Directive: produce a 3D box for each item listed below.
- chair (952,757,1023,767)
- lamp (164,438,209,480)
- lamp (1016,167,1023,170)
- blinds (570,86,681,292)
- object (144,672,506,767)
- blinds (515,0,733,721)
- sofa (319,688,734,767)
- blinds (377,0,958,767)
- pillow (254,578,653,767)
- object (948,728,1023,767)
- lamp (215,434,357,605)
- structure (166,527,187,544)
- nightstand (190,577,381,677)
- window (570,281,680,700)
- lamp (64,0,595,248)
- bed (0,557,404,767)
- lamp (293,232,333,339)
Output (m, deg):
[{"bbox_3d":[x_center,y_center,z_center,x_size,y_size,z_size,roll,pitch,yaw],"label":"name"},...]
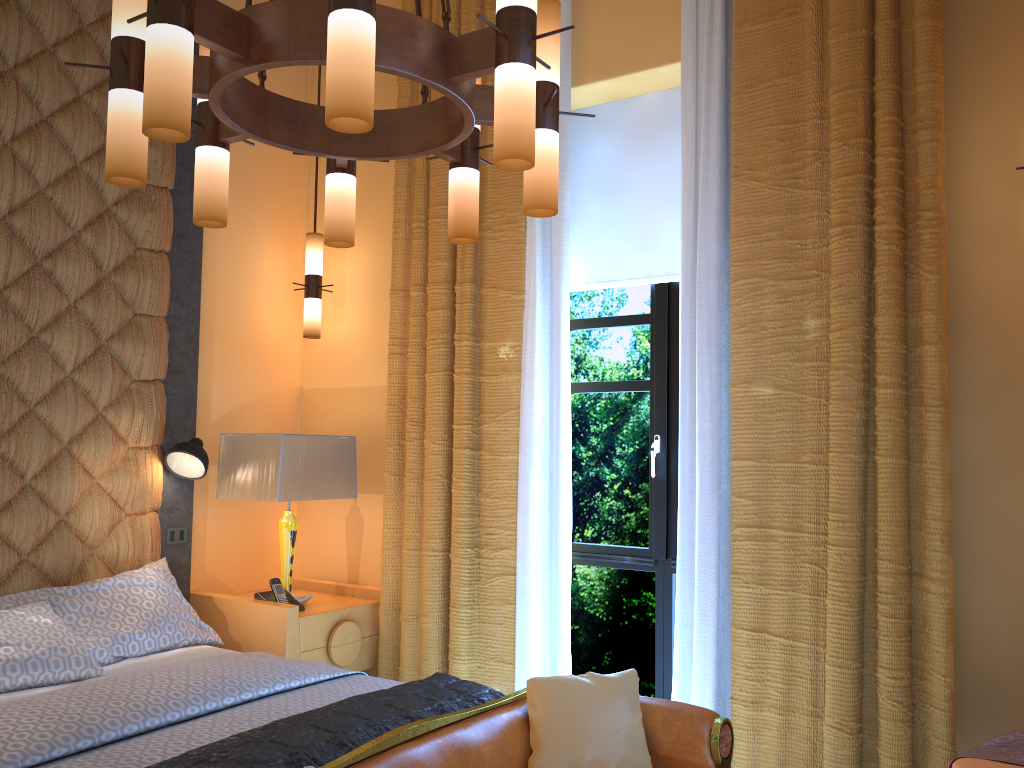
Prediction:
[{"bbox_3d":[1.555,1.003,2.486,0.632,1.145,0.500,3,-4,-24],"label":"chair"},{"bbox_3d":[-1.282,0.356,4.047,0.568,0.218,0.231,2,-4,-9],"label":"lamp"},{"bbox_3d":[1.722,-0.701,2.752,0.199,0.531,0.199,2,-4,-12],"label":"lamp"},{"bbox_3d":[0.673,-0.884,3.953,1.200,0.872,0.013,-2,-4,33],"label":"blinds"},{"bbox_3d":[-0.509,0.971,2.369,0.405,0.104,1.462,-2,-5,33],"label":"object"},{"bbox_3d":[0.451,-0.387,3.693,2.051,4.070,0.237,-1,-4,30],"label":"blinds"},{"bbox_3d":[-0.016,1.204,2.130,0.650,0.639,1.617,-2,-5,33],"label":"sofa"},{"bbox_3d":[0.439,-0.417,3.604,2.451,4.141,0.134,-1,-4,33],"label":"blinds"},{"bbox_3d":[-0.283,1.009,2.954,1.147,0.406,2.631,2,-5,-15],"label":"pillow"},{"bbox_3d":[1.533,1.271,2.359,0.429,0.571,0.804,2,-4,-9],"label":"object"},{"bbox_3d":[-1.054,0.640,4.161,0.424,0.801,0.506,-1,-4,33],"label":"lamp"},{"bbox_3d":[-1.540,0.696,4.068,0.016,0.071,0.103,-1,-5,33],"label":"structure"},{"bbox_3d":[-1.056,1.333,4.224,0.720,0.689,0.681,-2,-5,33],"label":"nightstand"},{"bbox_3d":[0.662,0.177,3.900,1.200,2.996,0.130,-1,-4,33],"label":"window"},{"bbox_3d":[-0.380,-1.518,2.152,1.141,2.166,1.142,3,-4,-34],"label":"lamp"},{"bbox_3d":[-1.186,1.100,2.807,2.107,0.823,1.890,-2,-5,33],"label":"bed"},{"bbox_3d":[-1.012,-0.499,4.515,0.199,0.531,0.199,2,-4,-12],"label":"lamp"}]
